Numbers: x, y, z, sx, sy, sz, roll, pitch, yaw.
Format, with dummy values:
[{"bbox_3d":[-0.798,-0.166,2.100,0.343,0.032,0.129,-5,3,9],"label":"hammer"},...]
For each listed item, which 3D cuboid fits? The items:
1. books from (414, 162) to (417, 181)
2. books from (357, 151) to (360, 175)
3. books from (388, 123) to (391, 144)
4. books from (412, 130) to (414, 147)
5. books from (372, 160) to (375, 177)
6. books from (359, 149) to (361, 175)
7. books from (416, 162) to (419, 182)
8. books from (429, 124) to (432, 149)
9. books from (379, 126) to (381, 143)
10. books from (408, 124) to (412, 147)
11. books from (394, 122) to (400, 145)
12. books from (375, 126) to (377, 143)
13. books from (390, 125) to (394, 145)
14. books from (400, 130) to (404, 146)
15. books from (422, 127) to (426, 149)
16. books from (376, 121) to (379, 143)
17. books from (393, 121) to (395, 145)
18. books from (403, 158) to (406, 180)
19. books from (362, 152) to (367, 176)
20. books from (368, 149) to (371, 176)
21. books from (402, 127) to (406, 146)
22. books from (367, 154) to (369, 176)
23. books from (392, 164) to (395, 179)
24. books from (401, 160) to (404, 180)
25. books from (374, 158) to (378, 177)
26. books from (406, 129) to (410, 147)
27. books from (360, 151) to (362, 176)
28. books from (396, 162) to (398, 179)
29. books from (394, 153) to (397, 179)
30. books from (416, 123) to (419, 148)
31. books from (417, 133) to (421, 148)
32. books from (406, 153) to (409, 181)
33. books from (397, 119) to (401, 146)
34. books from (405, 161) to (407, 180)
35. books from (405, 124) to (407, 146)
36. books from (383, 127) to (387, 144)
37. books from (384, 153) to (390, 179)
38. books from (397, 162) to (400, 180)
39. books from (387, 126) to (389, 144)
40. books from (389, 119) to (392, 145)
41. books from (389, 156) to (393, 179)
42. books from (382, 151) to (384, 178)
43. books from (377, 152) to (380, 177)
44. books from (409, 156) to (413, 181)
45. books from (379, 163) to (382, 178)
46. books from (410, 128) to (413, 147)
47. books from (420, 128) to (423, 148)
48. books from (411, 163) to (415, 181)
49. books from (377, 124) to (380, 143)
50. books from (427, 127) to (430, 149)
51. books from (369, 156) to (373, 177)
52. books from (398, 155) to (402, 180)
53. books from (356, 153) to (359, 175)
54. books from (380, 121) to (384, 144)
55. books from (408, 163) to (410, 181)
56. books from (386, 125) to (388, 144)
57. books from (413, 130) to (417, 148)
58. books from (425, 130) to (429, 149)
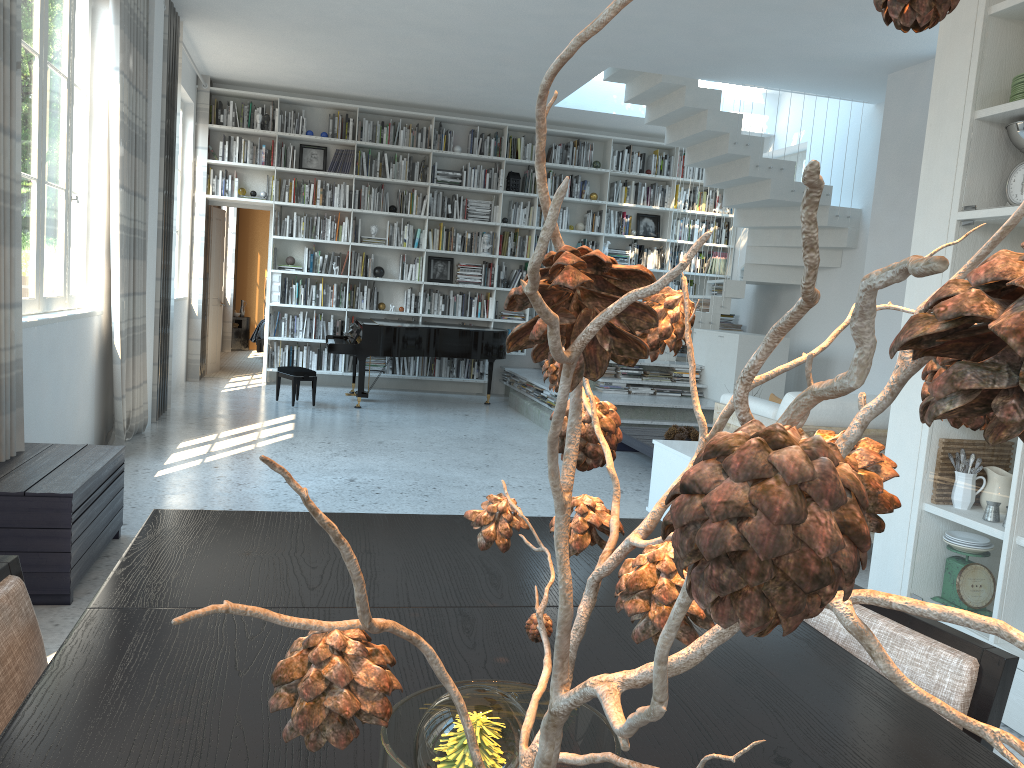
[{"bbox_3d":[-1.108,-2.399,10.101,0.022,0.223,0.160,3,6,-13],"label":"books"},{"bbox_3d":[-1.723,-2.463,9.956,0.013,0.284,0.158,3,7,-13],"label":"books"},{"bbox_3d":[-1.388,-2.794,9.982,0.013,0.252,0.183,3,6,-13],"label":"books"},{"bbox_3d":[-1.128,-2.756,10.033,0.013,0.207,0.177,3,6,-13],"label":"books"},{"bbox_3d":[-1.569,-2.414,10.001,0.024,0.202,0.153,3,6,-13],"label":"books"},{"bbox_3d":[-1.713,-2.477,9.977,0.014,0.309,0.129,3,7,-13],"label":"books"},{"bbox_3d":[-1.088,-2.406,10.120,0.025,0.237,0.152,3,6,-13],"label":"books"},{"bbox_3d":[-0.938,-2.788,10.082,0.026,0.289,0.175,3,6,-13],"label":"books"},{"bbox_3d":[-1.487,-2.784,9.982,0.012,0.216,0.150,3,6,-13],"label":"books"},{"bbox_3d":[-1.161,-2.788,10.027,0.014,0.267,0.191,3,6,-13],"label":"books"},{"bbox_3d":[-1.305,-2.800,9.997,0.052,0.273,0.172,3,6,-13],"label":"books"},{"bbox_3d":[-1.530,-2.780,9.952,0.015,0.207,0.166,3,6,-13],"label":"books"},{"bbox_3d":[-1.361,-2.786,10.003,0.029,0.236,0.130,3,7,-13],"label":"books"},{"bbox_3d":[-1.255,-2.756,10.019,0.031,0.190,0.181,3,6,-13],"label":"books"},{"bbox_3d":[-1.009,-2.780,10.085,0.029,0.261,0.151,3,7,-13],"label":"books"},{"bbox_3d":[-1.516,-2.808,9.954,0.010,0.265,0.160,3,6,-13],"label":"books"},{"bbox_3d":[-1.336,-2.803,9.991,0.013,0.276,0.164,3,7,-13],"label":"books"},{"bbox_3d":[-1.229,-2.425,10.077,0.028,0.261,0.135,3,7,-13],"label":"books"},{"bbox_3d":[-1.662,-2.456,9.976,0.067,0.275,0.167,3,6,-13],"label":"books"},{"bbox_3d":[-1.608,-2.471,9.969,0.012,0.315,0.171,3,7,-13],"label":"books"},{"bbox_3d":[-1.228,-2.779,10.031,0.026,0.236,0.134,3,7,-13],"label":"books"},{"bbox_3d":[-1.623,-2.446,9.978,0.011,0.260,0.157,3,6,-13],"label":"books"},{"bbox_3d":[-1.348,-2.391,10.048,0.028,0.180,0.168,3,6,-13],"label":"books"},{"bbox_3d":[-1.250,-2.407,10.056,0.021,0.226,0.191,3,6,-13],"label":"books"},{"bbox_3d":[-1.541,-2.421,9.999,0.029,0.219,0.157,3,6,-13],"label":"books"},{"bbox_3d":[-1.190,-2.766,10.051,0.029,0.214,0.141,3,6,-13],"label":"books"},{"bbox_3d":[-1.698,-2.463,9.960,0.010,0.287,0.148,3,7,-13],"label":"books"},{"bbox_3d":[-1.316,-2.408,10.079,0.024,0.212,0.128,3,7,-13],"label":"books"},{"bbox_3d":[-1.324,-2.453,10.045,0.012,0.308,0.145,3,7,-13],"label":"books"},{"bbox_3d":[-1.080,-2.794,10.054,0.013,0.286,0.159,3,7,-13],"label":"books"},{"bbox_3d":[-1.062,-2.743,10.059,0.031,0.185,0.176,3,6,-13],"label":"books"},{"bbox_3d":[-1.192,-2.448,10.068,0.011,0.314,0.183,3,7,-13],"label":"books"},{"bbox_3d":[-1.274,-2.821,10.014,0.014,0.316,0.166,3,7,-13],"label":"books"},{"bbox_3d":[-1.209,-2.409,10.080,0.013,0.231,0.141,3,6,-13],"label":"books"},{"bbox_3d":[-1.207,-2.794,10.035,0.014,0.269,0.156,3,7,-13],"label":"books"},{"bbox_3d":[-1.437,-2.773,9.984,0.030,0.201,0.152,3,6,-13],"label":"books"},{"bbox_3d":[-1.418,-2.446,10.016,0.075,0.286,0.178,3,6,-13],"label":"books"},{"bbox_3d":[-1.294,-2.402,10.058,0.010,0.209,0.173,3,6,-13],"label":"books"},{"bbox_3d":[-1.401,-2.777,9.980,0.011,0.216,0.160,3,6,-13],"label":"books"},{"bbox_3d":[-1.375,-2.817,9.984,0.010,0.299,0.150,3,7,-13],"label":"books"},{"bbox_3d":[-1.373,-2.435,10.043,0.027,0.265,0.168,3,6,-13],"label":"books"},{"bbox_3d":[-1.466,-2.466,10.029,0.013,0.316,0.135,3,7,-13],"label":"books"},{"bbox_3d":[-1.513,-2.456,10.001,0.023,0.294,0.155,3,7,-13],"label":"books"},{"bbox_3d":[-1.159,-2.437,10.101,0.022,0.291,0.146,3,7,-13],"label":"books"},{"bbox_3d":[-1.492,-2.400,10.023,0.034,0.180,0.160,3,6,-13],"label":"books"},{"bbox_3d":[-1.147,-2.769,10.040,0.021,0.229,0.160,3,6,-13],"label":"books"},{"bbox_3d":[-1.035,-2.768,10.072,0.026,0.237,0.149,3,6,-13],"label":"books"},{"bbox_3d":[-1.132,-2.397,10.092,0.030,0.218,0.182,3,6,-13],"label":"books"},{"bbox_3d":[-1.506,-2.795,9.985,0.025,0.235,0.129,3,7,-13],"label":"books"},{"bbox_3d":[-0.959,-2.778,10.083,0.014,0.267,0.171,3,6,-13],"label":"books"},{"bbox_3d":[-1.591,-2.434,9.979,0.031,0.242,0.181,3,6,-13],"label":"books"},{"bbox_3d":[-1.276,-2.441,10.070,0.026,0.287,0.137,3,7,-13],"label":"books"},{"bbox_3d":[-1.738,-2.449,9.939,0.023,0.256,0.174,3,6,-13],"label":"books"},{"bbox_3d":[-1.465,-2.808,9.982,0.028,0.268,0.151,3,7,-13],"label":"books"},{"bbox_3d":[-1.183,-2.400,10.098,0.024,0.214,0.150,3,6,-13],"label":"books"},{"bbox_3d":[-1.414,-2.788,9.984,0.013,0.235,0.154,3,6,-13],"label":"books"},{"bbox_3d":[-1.109,-2.752,10.035,0.026,0.200,0.187,3,6,-13],"label":"books"},{"bbox_3d":[-0.979,-2.758,10.073,0.026,0.225,0.172,3,6,-13],"label":"books"}]
